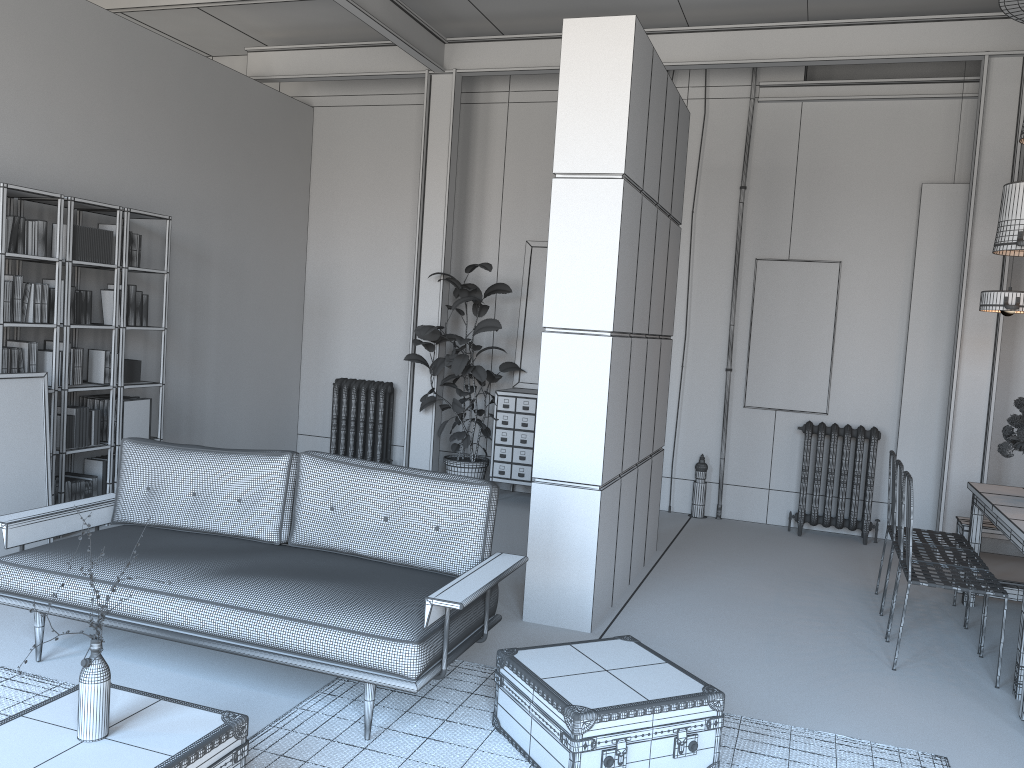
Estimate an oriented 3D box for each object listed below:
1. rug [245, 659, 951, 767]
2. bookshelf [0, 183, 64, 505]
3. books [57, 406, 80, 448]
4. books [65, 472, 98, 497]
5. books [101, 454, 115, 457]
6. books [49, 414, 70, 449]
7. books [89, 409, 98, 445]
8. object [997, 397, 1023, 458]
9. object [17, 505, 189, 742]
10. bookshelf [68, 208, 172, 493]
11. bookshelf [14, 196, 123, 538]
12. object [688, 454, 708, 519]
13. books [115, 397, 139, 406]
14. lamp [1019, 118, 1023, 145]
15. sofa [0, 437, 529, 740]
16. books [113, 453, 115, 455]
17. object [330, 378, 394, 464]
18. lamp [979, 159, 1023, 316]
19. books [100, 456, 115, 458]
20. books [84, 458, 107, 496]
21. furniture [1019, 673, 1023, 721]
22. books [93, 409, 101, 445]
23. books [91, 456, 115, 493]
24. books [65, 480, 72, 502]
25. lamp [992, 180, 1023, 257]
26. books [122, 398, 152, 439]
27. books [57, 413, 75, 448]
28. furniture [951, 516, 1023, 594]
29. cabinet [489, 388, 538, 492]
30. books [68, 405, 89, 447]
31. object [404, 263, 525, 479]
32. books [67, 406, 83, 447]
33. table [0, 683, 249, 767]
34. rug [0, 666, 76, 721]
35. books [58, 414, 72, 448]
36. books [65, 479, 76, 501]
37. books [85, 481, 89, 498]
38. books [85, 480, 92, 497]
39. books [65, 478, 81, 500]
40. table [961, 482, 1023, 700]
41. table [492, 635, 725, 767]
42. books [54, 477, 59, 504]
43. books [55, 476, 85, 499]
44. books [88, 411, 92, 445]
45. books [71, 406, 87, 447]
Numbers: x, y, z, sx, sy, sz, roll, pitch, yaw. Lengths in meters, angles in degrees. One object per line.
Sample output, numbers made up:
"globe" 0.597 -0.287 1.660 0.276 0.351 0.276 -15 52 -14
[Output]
"rug" 0.239 1.438 3.046 2.524 0.007 1.961 5 4 19
"bookshelf" -3.255 -0.099 5.663 0.455 2.276 0.455 5 4 19
"books" -3.061 0.297 6.112 0.202 0.278 0.027 5 4 19
"books" -3.088 0.733 6.343 0.271 0.184 0.047 5 4 19
"books" -2.977 0.679 6.645 0.207 0.283 0.061 5 4 19
"books" -3.085 0.323 6.046 0.165 0.227 0.022 5 4 19
"books" -3.005 0.304 6.275 0.184 0.254 0.025 5 4 19
"object" 3.172 0.377 5.021 0.782 0.654 0.697 5 4 21
"object" -1.213 0.702 2.628 0.443 0.709 0.194 2 4 -31
"bookshelf" -2.926 -0.139 6.614 0.455 2.276 0.455 5 4 19
"bookshelf" -3.093 -0.120 6.150 0.455 2.276 0.455 5 4 19
"object" 1.718 0.956 8.062 0.206 0.647 0.173 1 5 -36
"books" -2.870 0.266 6.564 0.027 0.326 0.272 5 4 19
"lamp" 2.956 -1.746 4.747 0.392 0.870 0.346 3 4 -11
"sofa" -1.168 0.801 3.981 2.347 0.948 0.952 5 4 19
"books" -2.956 0.672 6.686 0.217 0.295 0.030 5 4 19
"object" -1.525 0.458 9.013 0.733 1.007 0.328 5 4 19
"lamp" 3.135 -1.314 5.445 0.323 1.798 0.404 3 4 -13
"books" -3.001 0.681 6.597 0.192 0.279 0.047 5 4 19
"books" -3.043 0.687 6.477 0.192 0.277 0.030 5 4 19
"furniture" 2.852 1.327 3.672 1.260 0.478 0.300 5 4 19
"books" -2.998 0.303 6.299 0.184 0.254 0.025 5 4 19
"books" -3.017 0.683 6.552 0.195 0.279 0.049 5 4 19
"books" -3.161 0.742 6.117 0.260 0.185 0.056 5 4 19
"lamp" 3.048 -1.471 5.062 0.470 1.447 0.415 3 4 -11
"books" -2.772 0.275 6.542 0.033 0.326 0.303 5 4 19
"books" -3.071 0.322 6.089 0.165 0.227 0.022 5 4 19
"furniture" 3.675 1.233 5.968 1.260 0.478 0.300 5 4 19
"cabinet" 0.293 0.590 8.230 0.796 1.026 0.668 5 4 19
"books" -3.035 0.293 6.189 0.202 0.278 0.027 5 4 19
"object" -0.466 -0.029 8.089 0.868 2.157 1.270 5 4 19
"books" -3.053 0.295 6.138 0.202 0.278 0.027 5 4 19
"table" -1.239 1.212 2.648 0.706 0.330 0.667 5 4 19
"rug" -2.620 1.255 2.938 2.524 0.007 1.961 5 4 19
"books" -3.079 0.322 6.067 0.165 0.227 0.022 5 4 19
"books" -3.138 0.745 6.159 0.242 0.176 0.040 5 4 19
"books" -3.101 0.750 6.269 0.241 0.158 0.033 5 4 19
"books" -3.091 0.748 6.300 0.241 0.158 0.033 5 4 19
"books" -3.125 0.744 6.197 0.242 0.176 0.040 5 4 19
"table" 3.257 1.136 4.807 1.239 0.819 1.784 5 4 19
"table" 0.374 1.268 3.438 0.706 0.330 0.667 2 4 -26
"books" -3.195 0.727 6.031 0.275 0.223 0.033 5 4 19
"books" -3.112 0.742 6.234 0.242 0.176 0.040 5 4 19
"books" -3.040 0.305 6.239 0.180 0.244 0.057 5 4 19
"books" -3.043 0.294 6.163 0.202 0.278 0.027 5 4 19
